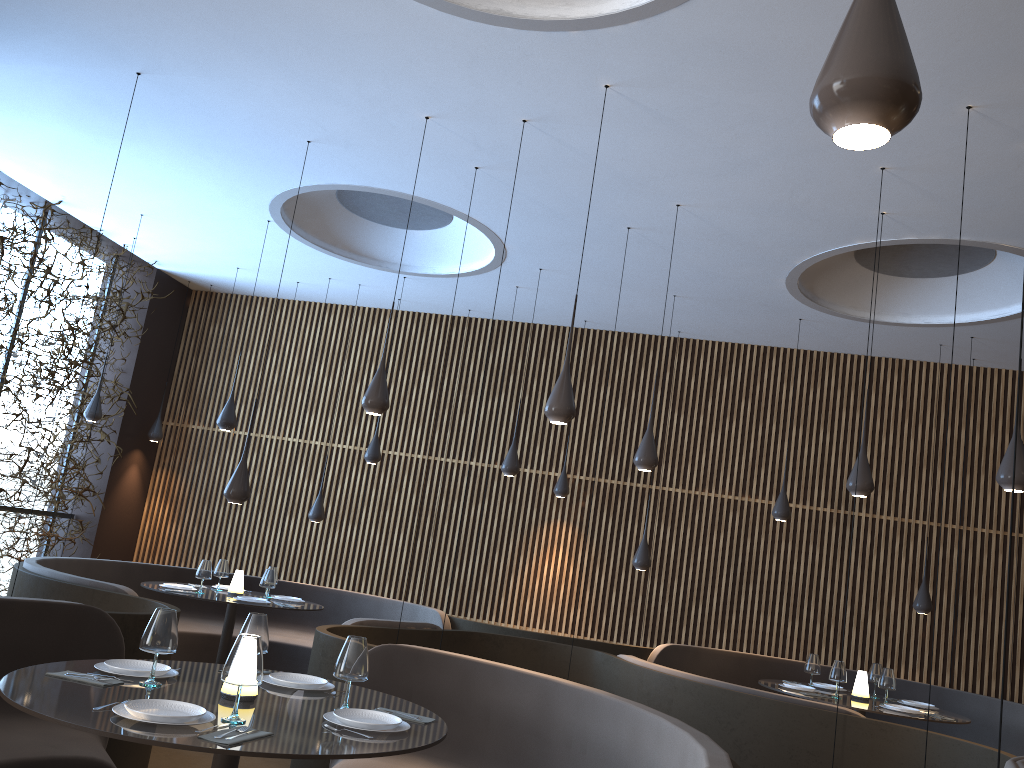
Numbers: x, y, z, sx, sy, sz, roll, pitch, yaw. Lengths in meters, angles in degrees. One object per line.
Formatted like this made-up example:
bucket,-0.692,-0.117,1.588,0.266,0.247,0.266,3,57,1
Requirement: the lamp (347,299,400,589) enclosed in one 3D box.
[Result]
lamp,-1.919,1.955,10.863,0.195,6.248,0.197,4,-11,26

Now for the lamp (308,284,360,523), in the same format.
lamp,-2.111,0.201,10.763,0.196,2.948,0.196,9,-10,-3

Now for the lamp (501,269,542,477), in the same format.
lamp,0.138,-0.142,9.226,0.196,2.214,0.196,9,-10,-3

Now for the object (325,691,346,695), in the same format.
object,-0.961,1.351,3.992,0.410,0.012,0.205,5,-12,18

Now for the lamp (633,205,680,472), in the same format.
lamp,1.207,-0.399,7.141,0.196,2.214,0.196,18,-13,-42

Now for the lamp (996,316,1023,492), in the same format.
lamp,3.138,-0.444,5.440,0.196,2.214,0.196,18,-13,-42

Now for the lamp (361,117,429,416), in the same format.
lamp,-0.788,-0.870,6.304,0.196,2.214,0.196,18,-13,-42

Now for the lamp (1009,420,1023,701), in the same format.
lamp,4.897,2.557,8.679,0.195,6.248,0.197,4,-11,26

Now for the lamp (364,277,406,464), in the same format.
lamp,-1.428,-0.176,10.241,0.196,2.214,0.196,9,-10,-3

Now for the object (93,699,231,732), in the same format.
object,-1.175,1.115,2.988,0.410,0.012,0.205,6,-12,14

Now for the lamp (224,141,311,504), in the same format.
lamp,-1.870,-0.534,6.947,0.196,2.948,0.197,8,-10,7

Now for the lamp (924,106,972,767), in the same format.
lamp,2.287,1.375,4.809,0.196,6.248,0.196,18,-13,-42

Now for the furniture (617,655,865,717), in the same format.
furniture,1.560,2.691,6.483,0.903,1.043,2.534,16,-13,-36

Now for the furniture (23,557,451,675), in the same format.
furniture,-2.449,2.406,8.157,3.887,1.043,3.805,11,-11,-11

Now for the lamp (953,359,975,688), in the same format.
lamp,4.858,2.755,9.690,0.196,6.248,0.197,1,-12,36

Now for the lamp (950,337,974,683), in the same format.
lamp,4.453,2.543,8.948,0.195,6.248,0.197,4,-11,26

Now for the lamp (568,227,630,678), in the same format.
lamp,0.580,1.642,7.422,0.196,6.248,0.197,4,-11,26

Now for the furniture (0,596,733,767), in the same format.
furniture,-1.175,1.659,3.373,3.884,1.113,3.803,11,-11,-13

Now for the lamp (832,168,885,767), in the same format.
lamp,2.135,1.530,5.689,0.196,6.248,0.196,18,-13,-42

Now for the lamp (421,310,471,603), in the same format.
lamp,-1.013,2.092,10.854,0.196,6.248,0.197,1,-12,36

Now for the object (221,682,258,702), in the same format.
object,-1.063,1.129,3.518,0.142,0.231,0.145,3,-12,27

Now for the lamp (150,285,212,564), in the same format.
lamp,-4.575,1.692,11.575,0.196,6.248,0.197,1,-12,36

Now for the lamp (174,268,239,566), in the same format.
lamp,-3.899,1.591,10.562,0.196,6.248,0.197,1,-12,36

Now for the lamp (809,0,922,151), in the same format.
lamp,0.812,-1.534,1.829,0.196,2.214,0.197,8,-10,7

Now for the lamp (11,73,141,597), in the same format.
lamp,-3.207,0.767,5.964,0.196,6.248,0.196,15,-12,-33

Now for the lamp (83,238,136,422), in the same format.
lamp,-4.643,-0.652,10.324,0.196,2.214,0.197,1,-12,36

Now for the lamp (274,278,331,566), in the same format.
lamp,-2.716,1.741,10.410,0.195,6.248,0.197,4,-11,26

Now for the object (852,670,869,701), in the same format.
object,2.970,2.559,7.536,0.142,0.231,0.145,8,-10,3

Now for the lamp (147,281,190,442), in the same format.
lamp,-4.570,-0.319,11.912,0.196,2.214,0.197,1,-12,36

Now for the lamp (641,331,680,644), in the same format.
lamp,1.595,2.398,10.396,0.196,6.248,0.197,4,-11,26

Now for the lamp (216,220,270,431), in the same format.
lamp,-2.694,-0.616,9.024,0.196,2.214,0.196,9,-10,-3

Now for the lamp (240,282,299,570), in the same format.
lamp,-3.202,1.744,10.791,0.196,6.248,0.196,9,-10,-3

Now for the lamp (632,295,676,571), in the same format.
lamp,1.545,0.478,9.361,0.196,2.948,0.196,9,-10,-3

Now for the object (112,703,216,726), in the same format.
object,-1.171,1.115,2.988,0.332,0.014,0.333,11,-12,-13

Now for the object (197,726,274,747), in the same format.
object,-0.892,1.142,2.874,0.126,0.017,0.263,5,-12,18

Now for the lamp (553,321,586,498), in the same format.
lamp,0.754,0.290,10.893,0.196,2.214,0.196,9,-10,-3

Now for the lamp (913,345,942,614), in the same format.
lamp,4.568,0.998,9.645,0.196,2.948,0.196,9,-10,-3

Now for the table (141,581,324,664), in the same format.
table,-2.687,2.485,8.267,1.676,1.019,1.675,14,-12,-27

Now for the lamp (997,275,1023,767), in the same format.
lamp,1.395,0.774,2.512,0.196,6.248,0.196,18,-13,-43

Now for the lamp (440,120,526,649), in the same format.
lamp,-0.379,1.165,5.791,0.196,6.248,0.196,18,-13,-42

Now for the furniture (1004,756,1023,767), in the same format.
furniture,2.224,2.020,3.062,0.930,1.055,2.545,5,-12,17

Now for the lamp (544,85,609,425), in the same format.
lamp,0.445,-0.842,5.529,0.196,2.214,0.196,18,-13,-42

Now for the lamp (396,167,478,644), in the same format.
lamp,-0.757,1.286,6.672,0.196,6.248,0.196,18,-13,-42

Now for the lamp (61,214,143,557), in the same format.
lamp,-4.490,1.204,9.098,0.196,6.248,0.197,1,-12,36

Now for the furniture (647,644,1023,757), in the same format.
furniture,3.348,3.243,8.048,3.935,1.042,1.989,-2,-15,43

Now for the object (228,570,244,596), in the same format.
object,-2.593,1.877,8.375,0.142,0.231,0.145,10,-10,-8

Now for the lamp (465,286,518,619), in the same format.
lamp,-0.408,1.931,9.601,0.196,6.248,0.197,4,-11,26

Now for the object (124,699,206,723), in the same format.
object,-1.169,1.105,2.989,0.263,0.029,0.264,3,-12,25

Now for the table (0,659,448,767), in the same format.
table,-1.157,1.738,3.411,1.671,1.019,1.681,4,-12,21

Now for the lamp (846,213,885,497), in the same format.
lamp,2.725,-0.252,6.722,0.196,2.214,0.196,18,-13,-42

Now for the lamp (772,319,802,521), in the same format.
lamp,3.006,0.366,9.563,0.196,2.214,0.196,11,-10,-13

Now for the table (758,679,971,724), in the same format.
table,2.876,3.168,7.428,1.672,1.019,1.680,8,-11,1
